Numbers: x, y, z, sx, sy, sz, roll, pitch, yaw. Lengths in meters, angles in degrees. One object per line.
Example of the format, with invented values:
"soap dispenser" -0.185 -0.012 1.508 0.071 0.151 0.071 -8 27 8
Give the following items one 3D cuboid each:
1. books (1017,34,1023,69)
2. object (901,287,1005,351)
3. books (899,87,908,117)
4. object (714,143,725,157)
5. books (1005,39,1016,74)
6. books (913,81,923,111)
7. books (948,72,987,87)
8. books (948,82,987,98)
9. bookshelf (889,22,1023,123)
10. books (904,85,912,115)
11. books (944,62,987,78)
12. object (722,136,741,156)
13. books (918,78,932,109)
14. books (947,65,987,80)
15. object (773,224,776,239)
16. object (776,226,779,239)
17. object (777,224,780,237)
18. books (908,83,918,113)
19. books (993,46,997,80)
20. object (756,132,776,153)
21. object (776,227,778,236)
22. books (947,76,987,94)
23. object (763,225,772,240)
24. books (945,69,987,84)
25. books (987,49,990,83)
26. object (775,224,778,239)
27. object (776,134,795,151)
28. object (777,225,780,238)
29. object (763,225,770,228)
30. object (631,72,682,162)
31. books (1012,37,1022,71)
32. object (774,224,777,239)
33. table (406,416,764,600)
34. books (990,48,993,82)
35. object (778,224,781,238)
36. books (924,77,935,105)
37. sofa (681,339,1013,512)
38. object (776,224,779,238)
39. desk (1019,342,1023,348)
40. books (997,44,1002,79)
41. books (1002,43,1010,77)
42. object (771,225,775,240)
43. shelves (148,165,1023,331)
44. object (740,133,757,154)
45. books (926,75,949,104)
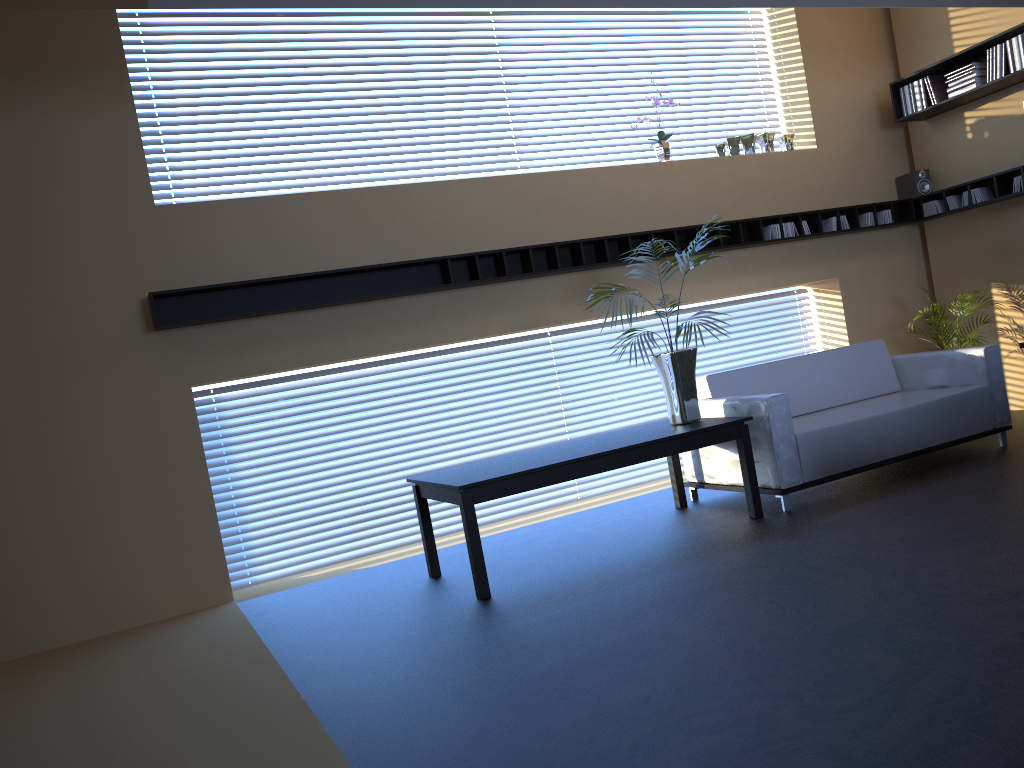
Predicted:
"books" 3.935 -2.519 6.721 0.207 0.259 0.050 -11 3 -23
"object" 3.755 -0.292 7.449 0.841 1.242 0.688 -10 2 10
"books" 3.487 -2.460 7.746 0.207 0.259 0.050 -11 3 -24
"object" 1.744 -1.937 7.405 0.090 0.114 0.094 -10 2 11
"books" 3.900 -2.515 6.819 0.207 0.259 0.050 -11 3 -23
"books" 3.550 -2.468 7.604 0.207 0.259 0.050 -11 3 -23
"books" 3.737 -2.480 7.221 0.207 0.028 0.258 -11 1 -24
"books" 3.738 -2.387 7.222 0.207 0.050 0.258 -11 1 -23
"bookshelf" 4.516 -2.616 5.464 0.361 0.340 5.129 -11 2 -24
"books" 3.511 -2.463 7.700 0.207 0.259 0.050 -11 3 -25
"books" 3.709 -2.562 7.232 0.207 0.028 0.258 -11 1 -24
"object" 1.857 -1.983 7.456 0.133 0.160 0.126 -10 2 -4
"books" 3.572 -2.471 7.557 0.207 0.259 0.050 -11 3 -24
"books" 3.724 -2.536 7.215 0.207 0.028 0.258 -11 1 -25
"object" 2.125 -1.245 7.340 0.009 0.120 0.142 -12 2 -24
"object" 2.151 -1.251 7.357 0.009 0.120 0.142 -12 2 -24
"object" 2.169 -1.254 7.364 0.006 0.118 0.140 -12 2 -24
"books" 3.522 -2.464 7.648 0.207 0.259 0.050 -11 3 -25
"books" 3.842 -2.507 6.933 0.207 0.260 0.075 -11 3 -24
"object" 2.177 -2.051 7.601 0.144 0.174 0.137 -12 3 -34
"object" 2.151 -1.251 7.355 0.006 0.118 0.140 -12 2 -24
"books" 3.729 -2.438 7.231 0.207 0.050 0.258 -11 1 -25
"object" 2.093 -1.238 7.329 0.040 0.118 0.142 -12 2 -24
"books" 3.710 -2.505 7.221 0.207 0.028 0.258 -11 1 -24
"books" 3.823 -2.504 6.995 0.207 0.260 0.075 -11 3 -24
"object" 2.143 -1.249 7.350 0.009 0.120 0.142 -12 2 -24
"object" 2.384 -2.079 7.693 0.124 0.149 0.118 -11 2 -24
"object" 2.169 -1.254 7.366 0.009 0.120 0.142 -12 2 -24
"object" 2.093 -1.238 7.332 0.041 0.122 0.142 -12 2 -25
"object" 1.207 -2.131 7.177 0.436 0.696 0.352 -13 3 -45
"books" 3.921 -2.517 6.772 0.207 0.259 0.050 -11 3 -24
"object" 2.134 -1.247 7.345 0.009 0.120 0.142 -12 2 -24
"table" 0.450 0.676 5.297 1.891 0.603 0.898 -11 2 -24
"books" 3.830 -2.505 6.963 0.207 0.260 0.075 -11 3 -24
"object" 2.178 -1.256 7.369 0.006 0.118 0.140 -12 2 -24
"books" 3.600 -2.475 7.500 0.207 0.260 0.075 -11 3 -24
"sofa" 2.263 0.200 6.123 2.052 0.849 1.015 -11 2 -24
"object" 2.158 -1.252 7.365 0.009 0.120 0.142 -12 2 -25
"desk" 3.073 0.092 3.411 1.891 0.891 0.914 -11 2 -24
"books" 3.856 -2.508 6.905 0.207 0.260 0.075 -11 3 -24
"books" 3.882 -2.513 6.882 0.207 0.260 0.075 -11 3 -24
"object" 2.116 -1.244 7.337 0.009 0.120 0.142 -12 2 -24
"shelves" 0.980 -1.038 6.267 6.609 0.213 1.250 -11 1 -24
"object" 2.016 -2.020 7.531 0.137 0.174 0.144 -9 2 26
"books" 3.608 -2.476 7.469 0.207 0.260 0.075 -11 3 -25
